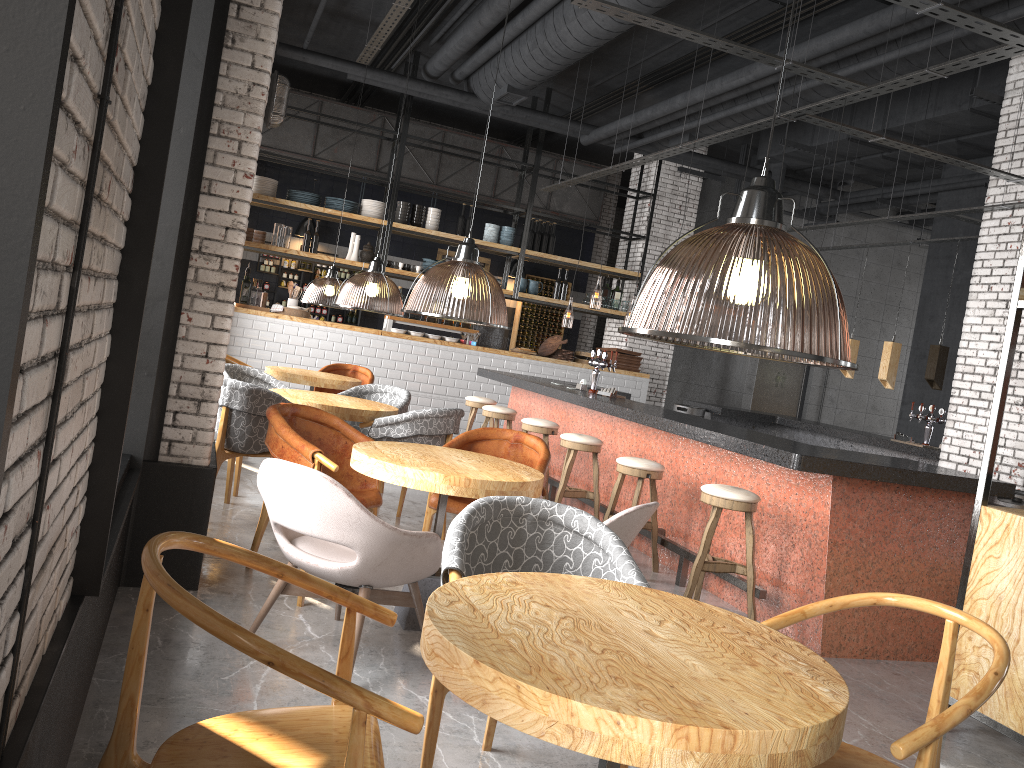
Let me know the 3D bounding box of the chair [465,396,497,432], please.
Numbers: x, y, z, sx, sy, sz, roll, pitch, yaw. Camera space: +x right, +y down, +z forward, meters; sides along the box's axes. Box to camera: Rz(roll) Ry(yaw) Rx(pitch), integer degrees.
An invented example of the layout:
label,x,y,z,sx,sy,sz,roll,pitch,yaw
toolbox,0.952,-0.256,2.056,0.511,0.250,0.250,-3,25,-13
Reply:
label,x,y,z,sx,sy,sz,roll,pitch,yaw
chair,-0.428,0.528,9.382,0.481,0.805,0.438,11,2,39

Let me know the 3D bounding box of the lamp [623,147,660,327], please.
label,x,y,z,sx,sy,sz,roll,pitch,yaw
lamp,1.139,-1.247,7.636,0.108,1.598,0.108,8,2,-38

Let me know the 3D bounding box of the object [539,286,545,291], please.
label,x,y,z,sx,sy,sz,roll,pitch,yaw
object,0.528,-1.708,15.833,0.079,0.079,0.284,9,3,-20

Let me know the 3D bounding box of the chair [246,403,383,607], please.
label,x,y,z,sx,sy,sz,roll,pitch,yaw
chair,-1.046,0.596,4.615,0.644,0.928,0.680,10,2,23

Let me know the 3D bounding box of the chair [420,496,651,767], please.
label,x,y,z,sx,sy,sz,roll,pitch,yaw
chair,0.052,0.861,2.779,0.681,0.928,0.644,9,2,-10

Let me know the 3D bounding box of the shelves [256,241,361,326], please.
label,x,y,z,sx,sy,sz,roll,pitch,yaw
shelves,-3.340,-1.509,14.620,1.759,1.481,0.158,9,2,-20

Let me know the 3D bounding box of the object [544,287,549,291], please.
label,x,y,z,sx,sy,sz,roll,pitch,yaw
object,0.611,-1.697,15.879,0.079,0.079,0.284,9,3,-20

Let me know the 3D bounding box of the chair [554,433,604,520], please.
label,x,y,z,sx,sy,sz,roll,pitch,yaw
chair,0.440,0.783,6.884,0.481,0.805,0.438,11,2,44

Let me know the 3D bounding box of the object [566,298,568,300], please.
label,x,y,z,sx,sy,sz,roll,pitch,yaw
object,0.945,-1.540,16.009,0.079,0.079,0.284,9,3,-20

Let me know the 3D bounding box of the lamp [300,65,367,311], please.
label,x,y,z,sx,sy,sz,roll,pitch,yaw
lamp,-1.608,-1.941,8.641,0.537,2.405,0.536,10,2,22

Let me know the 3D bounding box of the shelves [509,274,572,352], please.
label,x,y,z,sx,sy,sz,roll,pitch,yaw
shelves,0.449,-0.830,15.947,0.888,2.147,0.251,9,1,-20

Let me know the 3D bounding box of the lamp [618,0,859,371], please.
label,x,y,z,sx,sy,sz,roll,pitch,yaw
lamp,0.705,-1.261,1.998,0.537,2.405,0.536,10,2,22

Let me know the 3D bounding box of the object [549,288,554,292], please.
label,x,y,z,sx,sy,sz,roll,pitch,yaw
object,0.699,-1.683,15.911,0.079,0.079,0.284,9,3,-20

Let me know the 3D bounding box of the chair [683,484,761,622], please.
label,x,y,z,sx,sy,sz,roll,pitch,yaw
chair,1.237,0.996,5.089,0.439,0.805,0.480,10,2,29

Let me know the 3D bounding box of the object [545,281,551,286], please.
label,x,y,z,sx,sy,sz,roll,pitch,yaw
object,0.633,-1.799,15.862,0.079,0.079,0.284,9,3,-20

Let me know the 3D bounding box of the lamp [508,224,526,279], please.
label,x,y,z,sx,sy,sz,roll,pitch,yaw
lamp,0.134,-2.340,15.599,0.390,0.937,0.391,9,2,-17

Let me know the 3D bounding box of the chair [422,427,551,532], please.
label,x,y,z,sx,sy,sz,roll,pitch,yaw
chair,-0.105,0.733,5.055,0.682,0.928,0.643,10,2,18

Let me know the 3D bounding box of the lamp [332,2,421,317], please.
label,x,y,z,sx,sy,sz,roll,pitch,yaw
lamp,-0.848,-1.717,6.458,0.537,2.405,0.536,10,2,22

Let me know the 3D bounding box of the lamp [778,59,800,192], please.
label,x,y,z,sx,sy,sz,roll,pitch,yaw
lamp,1.750,-1.338,5.826,0.108,1.598,0.108,10,1,12

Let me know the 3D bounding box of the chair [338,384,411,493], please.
label,x,y,z,sx,sy,sz,roll,pitch,yaw
chair,-1.135,0.470,7.133,0.682,0.928,0.643,10,2,25

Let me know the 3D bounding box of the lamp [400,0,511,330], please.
label,x,y,z,sx,sy,sz,roll,pitch,yaw
lamp,-0.071,-1.489,4.228,0.537,2.405,0.536,10,2,22

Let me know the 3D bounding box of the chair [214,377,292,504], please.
label,x,y,z,sx,sy,sz,roll,pitch,yaw
chair,-1.759,0.426,5.778,0.682,0.928,0.643,10,2,25

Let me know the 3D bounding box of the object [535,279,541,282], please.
label,x,y,z,sx,sy,sz,roll,pitch,yaw
object,0.458,-1.825,15.799,0.079,0.079,0.284,9,3,-20

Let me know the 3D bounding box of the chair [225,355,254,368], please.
label,x,y,z,sx,sy,sz,roll,pitch,yaw
chair,-2.731,0.145,8.544,0.643,0.920,0.613,9,2,-13

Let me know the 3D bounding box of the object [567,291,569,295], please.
label,x,y,z,sx,sy,sz,roll,pitch,yaw
object,0.975,-1.640,15.970,0.079,0.079,0.284,9,3,-20

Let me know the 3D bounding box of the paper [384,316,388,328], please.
label,x,y,z,sx,sy,sz,roll,pitch,yaw
paper,-1.676,-0.823,11.760,0.012,0.164,0.108,9,2,-20

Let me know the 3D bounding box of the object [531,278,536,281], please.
label,x,y,z,sx,sy,sz,roll,pitch,yaw
object,0.365,-1.840,15.782,0.079,0.079,0.284,9,3,-20

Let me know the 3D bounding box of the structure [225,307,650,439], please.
label,x,y,z,sx,sy,sz,roll,pitch,yaw
structure,-1.100,0.053,12.275,5.794,1.345,1.513,9,2,-20

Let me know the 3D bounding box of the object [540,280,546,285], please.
label,x,y,z,sx,sy,sz,roll,pitch,yaw
object,0.539,-1.814,15.849,0.079,0.079,0.284,9,3,-20

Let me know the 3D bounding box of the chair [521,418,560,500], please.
label,x,y,z,sx,sy,sz,roll,pitch,yaw
chair,0.150,0.695,7.792,0.439,0.805,0.480,10,2,19

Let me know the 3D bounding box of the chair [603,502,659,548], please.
label,x,y,z,sx,sy,sz,roll,pitch,yaw
chair,0.194,0.864,3.987,0.803,0.850,0.770,11,2,30

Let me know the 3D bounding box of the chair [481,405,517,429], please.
label,x,y,z,sx,sy,sz,roll,pitch,yaw
chair,-0.151,0.615,8.466,0.439,0.805,0.480,11,2,44

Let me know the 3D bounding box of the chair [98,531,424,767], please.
label,x,y,z,sx,sy,sz,roll,pitch,yaw
chair,-0.575,0.802,1.850,0.643,0.920,0.613,9,2,-13

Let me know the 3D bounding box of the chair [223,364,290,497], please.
label,x,y,z,sx,sy,sz,roll,pitch,yaw
chair,-2.009,0.341,6.745,0.644,0.928,0.680,10,2,25

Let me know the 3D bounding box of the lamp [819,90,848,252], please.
label,x,y,z,sx,sy,sz,roll,pitch,yaw
lamp,1.878,-0.992,5.324,0.108,1.598,0.108,10,1,12

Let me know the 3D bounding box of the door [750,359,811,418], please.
label,x,y,z,sx,sy,sz,roll,pitch,yaw
door,4.297,0.431,14.618,1.119,2.102,0.158,9,1,-20

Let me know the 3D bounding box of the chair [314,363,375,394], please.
label,x,y,z,sx,sy,sz,roll,pitch,yaw
chair,-1.793,0.258,9.434,0.681,0.928,0.644,10,2,3

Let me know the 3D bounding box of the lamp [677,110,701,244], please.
label,x,y,z,sx,sy,sz,roll,pitch,yaw
lamp,1.341,-1.355,6.955,0.108,1.598,0.108,10,1,12

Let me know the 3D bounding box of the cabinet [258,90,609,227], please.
label,x,y,z,sx,sy,sz,roll,pitch,yaw
cabinet,-1.329,-3.231,14.436,5.857,1.767,0.683,9,2,-20

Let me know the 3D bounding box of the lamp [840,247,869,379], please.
label,x,y,z,sx,sy,sz,roll,pitch,yaw
lamp,3.975,-0.835,10.223,0.127,1.546,0.127,9,1,-20

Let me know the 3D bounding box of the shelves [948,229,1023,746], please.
label,x,y,z,sx,sy,sz,roll,pitch,yaw
shelves,4.141,-0.614,4.265,3.655,5.016,0.691,9,2,-20

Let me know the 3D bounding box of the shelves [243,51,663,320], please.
label,x,y,z,sx,sy,sz,roll,pitch,yaw
shelves,-0.683,-2.861,12.259,5.671,3.065,0.598,9,2,-20

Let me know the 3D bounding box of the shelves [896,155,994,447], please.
label,x,y,z,sx,sy,sz,roll,pitch,yaw
shelves,6.640,-0.708,8.670,1.002,4.364,6.157,9,2,-20

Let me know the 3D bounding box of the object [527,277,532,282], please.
label,x,y,z,sx,sy,sz,roll,pitch,yaw
object,0.288,-1.850,15.717,0.079,0.079,0.284,9,3,-20

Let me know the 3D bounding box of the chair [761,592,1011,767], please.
label,x,y,z,sx,sy,sz,roll,pitch,yaw
chair,0.926,1.032,2.296,0.643,0.920,0.613,9,2,-28

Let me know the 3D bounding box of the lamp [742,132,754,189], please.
label,x,y,z,sx,sy,sz,roll,pitch,yaw
lamp,1.628,-1.131,6.413,0.108,1.461,0.108,11,2,42

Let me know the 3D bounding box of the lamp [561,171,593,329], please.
label,x,y,z,sx,sy,sz,roll,pitch,yaw
lamp,0.672,-1.346,8.787,0.108,1.598,0.108,10,1,12

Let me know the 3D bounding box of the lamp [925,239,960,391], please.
label,x,y,z,sx,sy,sz,roll,pitch,yaw
lamp,4.402,-0.710,8.997,0.127,1.546,0.127,9,1,-20

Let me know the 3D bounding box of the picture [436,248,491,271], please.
label,x,y,z,sx,sy,sz,roll,pitch,yaw
picture,-0.924,-1.730,15.625,0.979,1.142,0.021,9,1,-20

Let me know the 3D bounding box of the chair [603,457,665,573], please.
label,x,y,z,sx,sy,sz,roll,pitch,yaw
chair,0.808,0.906,6.174,0.480,0.805,0.439,8,2,-41

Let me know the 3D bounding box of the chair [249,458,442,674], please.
label,x,y,z,sx,sy,sz,roll,pitch,yaw
chair,-0.707,0.728,3.665,0.772,0.850,0.801,11,2,30

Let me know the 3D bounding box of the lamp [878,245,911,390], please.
label,x,y,z,sx,sy,sz,roll,pitch,yaw
lamp,4.184,-0.743,9.611,0.127,1.606,0.127,9,1,-20

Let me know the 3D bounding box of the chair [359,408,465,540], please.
label,x,y,z,sx,sy,sz,roll,pitch,yaw
chair,-0.685,0.585,6.221,0.644,0.928,0.680,10,2,25

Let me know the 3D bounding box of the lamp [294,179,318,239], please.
label,x,y,z,sx,sy,sz,roll,pitch,yaw
lamp,-3.269,-2.854,14.406,0.390,0.937,0.391,9,2,-17

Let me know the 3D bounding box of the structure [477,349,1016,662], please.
label,x,y,z,sx,sy,sz,roll,pitch,yaw
structure,2.509,0.734,8.165,4.306,1.533,5.886,9,3,-20

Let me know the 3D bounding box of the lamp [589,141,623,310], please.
label,x,y,z,sx,sy,sz,roll,pitch,yaw
lamp,0.898,-1.485,8.227,0.108,1.598,0.108,10,1,12
